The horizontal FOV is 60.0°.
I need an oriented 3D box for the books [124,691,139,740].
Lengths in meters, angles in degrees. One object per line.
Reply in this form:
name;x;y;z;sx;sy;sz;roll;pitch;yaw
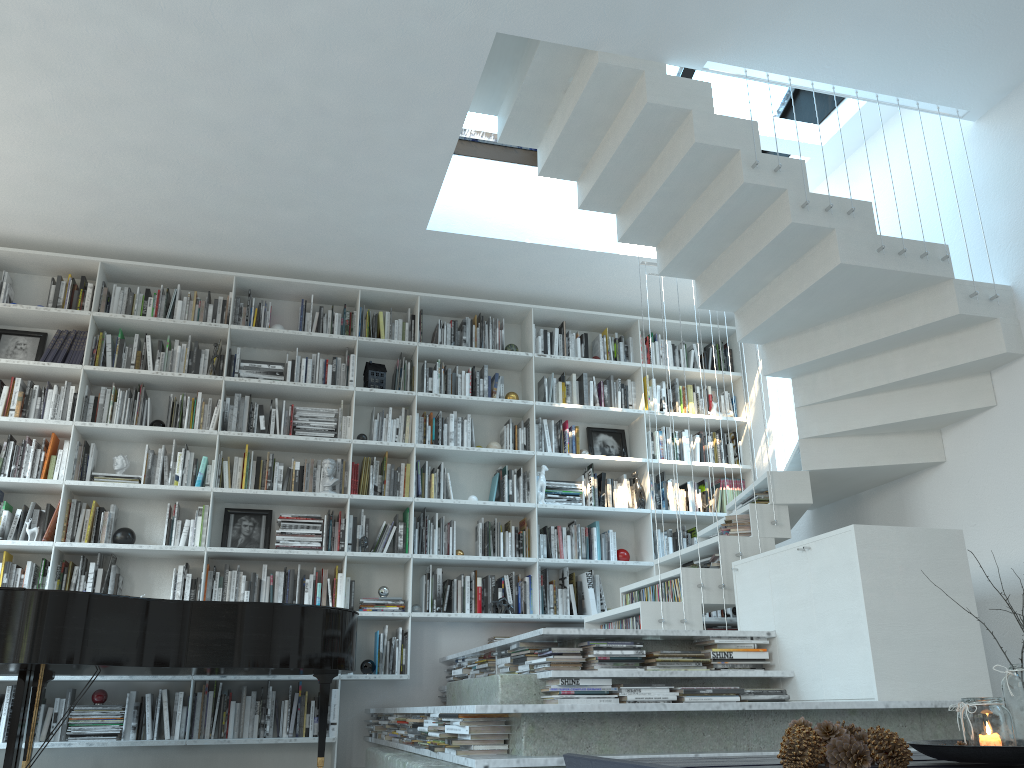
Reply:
books;-2.212;1.929;5.160;0.031;0.264;0.145;5;-20;-15

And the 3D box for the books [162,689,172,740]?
books;-2.022;1.937;5.203;0.073;0.274;0.181;5;-20;-15

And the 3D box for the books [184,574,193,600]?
books;-1.989;1.288;5.444;0.029;0.220;0.153;5;-20;-15

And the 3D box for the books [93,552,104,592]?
books;-2.503;1.196;5.349;0.013;0.337;0.138;5;-20;-15

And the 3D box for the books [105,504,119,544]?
books;-2.464;0.888;5.463;0.028;0.265;0.145;5;-20;-15

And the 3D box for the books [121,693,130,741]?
books;-2.229;1.928;5.139;0.012;0.253;0.161;5;-20;-15

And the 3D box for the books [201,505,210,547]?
books;-1.933;0.919;5.586;0.021;0.280;0.162;5;-20;-15

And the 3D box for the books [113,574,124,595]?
books;-2.380;1.262;5.349;0.023;0.211;0.160;5;-20;-15

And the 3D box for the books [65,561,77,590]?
books;-2.630;1.206;5.276;0.012;0.271;0.182;5;-20;-15

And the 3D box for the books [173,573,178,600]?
books;-2.063;1.285;5.442;0.015;0.224;0.148;5;-20;-15

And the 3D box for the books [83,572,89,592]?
books;-2.539;1.243;5.298;0.021;0.214;0.172;5;-21;-15

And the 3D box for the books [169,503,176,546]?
books;-2.120;0.904;5.557;0.011;0.290;0.156;5;-20;-15

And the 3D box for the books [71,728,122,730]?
books;-2.380;1.976;5.087;0.254;0.007;0.161;6;-21;-18

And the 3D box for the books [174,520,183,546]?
books;-2.089;0.959;5.550;0.030;0.182;0.155;5;-21;-15

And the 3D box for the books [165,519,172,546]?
books;-2.134;0.949;5.524;0.025;0.185;0.154;5;-21;-15

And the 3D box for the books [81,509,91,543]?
books;-2.591;0.892;5.416;0.025;0.227;0.153;5;-20;-15

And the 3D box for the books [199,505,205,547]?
books;-1.947;0.918;5.579;0.011;0.278;0.188;5;-20;-15

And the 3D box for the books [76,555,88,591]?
books;-2.579;1.193;5.303;0.014;0.312;0.166;5;-20;-15

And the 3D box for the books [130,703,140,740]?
books;-2.179;1.957;5.146;0.029;0.201;0.178;5;-21;-15

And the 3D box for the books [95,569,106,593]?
books;-2.480;1.241;5.331;0.029;0.240;0.136;5;-20;-15

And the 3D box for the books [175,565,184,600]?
books;-2.039;1.260;5.438;0.027;0.268;0.159;5;-20;-15

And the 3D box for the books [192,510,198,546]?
books;-1.985;0.931;5.566;0.012;0.243;0.171;5;-20;-15

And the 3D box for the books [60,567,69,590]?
books;-2.652;1.222;5.272;0.030;0.238;0.157;5;-20;-15

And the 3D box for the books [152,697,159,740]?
books;-2.074;1.952;5.176;0.011;0.231;0.175;5;-20;-15

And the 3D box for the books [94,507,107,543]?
books;-2.530;0.894;5.451;0.028;0.247;0.143;5;-20;-15

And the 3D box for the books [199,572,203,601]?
books;-1.922;1.295;5.497;0.019;0.241;0.108;5;-20;-15

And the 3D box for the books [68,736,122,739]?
books;-2.381;2.021;5.070;0.254;0.007;0.161;3;-21;-11

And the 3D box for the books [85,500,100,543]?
books;-2.561;0.865;5.411;0.026;0.273;0.190;5;-20;-15

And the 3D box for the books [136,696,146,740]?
books;-2.155;1.947;5.170;0.028;0.237;0.136;5;-20;-15

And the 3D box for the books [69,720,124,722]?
books;-2.383;1.940;5.109;0.285;0.007;0.160;5;-21;-15

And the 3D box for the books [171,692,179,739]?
books;-1.978;1.954;5.224;0.025;0.258;0.133;5;-20;-15

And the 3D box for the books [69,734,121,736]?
books;-2.383;2.010;5.081;0.254;0.007;0.161;4;-21;-14

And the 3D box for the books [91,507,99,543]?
books;-2.546;0.888;5.430;0.014;0.243;0.153;5;-20;-15

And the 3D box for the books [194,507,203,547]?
books;-1.968;0.924;5.581;0.027;0.268;0.179;5;-20;-15

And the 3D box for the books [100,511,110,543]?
books;-2.487;0.904;5.434;0.028;0.215;0.175;5;-21;-15

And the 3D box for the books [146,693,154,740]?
books;-2.110;1.940;5.173;0.062;0.252;0.178;5;-20;-15

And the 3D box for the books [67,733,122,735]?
books;-2.381;2.001;5.077;0.285;0.007;0.160;6;-21;-18

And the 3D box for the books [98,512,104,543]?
books;-2.506;0.907;5.431;0.011;0.207;0.181;5;-21;-15

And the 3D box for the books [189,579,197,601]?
books;-1.965;1.309;5.465;0.031;0.194;0.142;5;-20;-15

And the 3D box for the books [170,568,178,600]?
books;-2.074;1.268;5.436;0.012;0.253;0.161;5;-20;-15

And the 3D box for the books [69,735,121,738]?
books;-2.383;2.017;5.080;0.254;0.007;0.161;5;-21;-15

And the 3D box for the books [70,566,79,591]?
books;-2.606;1.222;5.286;0.042;0.247;0.163;5;-20;-15

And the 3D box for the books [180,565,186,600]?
books;-2.024;1.263;5.457;0.010;0.276;0.156;5;-20;-15

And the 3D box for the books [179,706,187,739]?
books;-1.927;1.990;5.210;0.024;0.179;0.172;5;-21;-15

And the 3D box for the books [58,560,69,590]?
books;-2.674;1.201;5.277;0.013;0.282;0.147;5;-20;-15

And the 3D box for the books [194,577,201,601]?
books;-1.935;1.304;5.461;0.024;0.200;0.159;5;-21;-15

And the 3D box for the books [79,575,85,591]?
books;-2.562;1.252;5.292;0.024;0.195;0.157;5;-21;-15

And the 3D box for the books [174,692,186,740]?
books;-1.947;1.945;5.202;0.024;0.259;0.190;5;-20;-15

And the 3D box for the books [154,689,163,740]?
books;-2.061;1.930;5.180;0.012;0.273;0.181;5;-20;-15

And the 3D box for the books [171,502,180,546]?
books;-2.108;0.901;5.558;0.012;0.297;0.166;5;-20;-15

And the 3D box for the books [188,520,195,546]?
books;-2.005;0.960;5.562;0.024;0.187;0.173;5;-21;-15

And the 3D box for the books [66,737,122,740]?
books;-2.383;2.031;5.076;0.285;0.007;0.160;5;-21;-15

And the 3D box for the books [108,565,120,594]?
books;-2.401;1.232;5.338;0.027;0.260;0.164;5;-20;-15

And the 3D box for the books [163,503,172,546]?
books;-2.153;0.902;5.540;0.012;0.284;0.160;5;-20;-15

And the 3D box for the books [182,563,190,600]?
books;-2.012;1.256;5.458;0.014;0.289;0.132;5;-20;-15

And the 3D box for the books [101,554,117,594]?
books;-2.439;1.198;5.341;0.050;0.327;0.167;5;-20;-15

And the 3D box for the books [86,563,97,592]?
books;-2.515;1.219;5.310;0.027;0.268;0.186;5;-20;-15

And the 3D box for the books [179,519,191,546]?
books;-2.043;0.955;5.548;0.057;0.188;0.156;5;-21;-15

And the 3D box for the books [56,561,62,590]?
books;-2.689;1.207;5.281;0.013;0.274;0.147;5;-20;-15
